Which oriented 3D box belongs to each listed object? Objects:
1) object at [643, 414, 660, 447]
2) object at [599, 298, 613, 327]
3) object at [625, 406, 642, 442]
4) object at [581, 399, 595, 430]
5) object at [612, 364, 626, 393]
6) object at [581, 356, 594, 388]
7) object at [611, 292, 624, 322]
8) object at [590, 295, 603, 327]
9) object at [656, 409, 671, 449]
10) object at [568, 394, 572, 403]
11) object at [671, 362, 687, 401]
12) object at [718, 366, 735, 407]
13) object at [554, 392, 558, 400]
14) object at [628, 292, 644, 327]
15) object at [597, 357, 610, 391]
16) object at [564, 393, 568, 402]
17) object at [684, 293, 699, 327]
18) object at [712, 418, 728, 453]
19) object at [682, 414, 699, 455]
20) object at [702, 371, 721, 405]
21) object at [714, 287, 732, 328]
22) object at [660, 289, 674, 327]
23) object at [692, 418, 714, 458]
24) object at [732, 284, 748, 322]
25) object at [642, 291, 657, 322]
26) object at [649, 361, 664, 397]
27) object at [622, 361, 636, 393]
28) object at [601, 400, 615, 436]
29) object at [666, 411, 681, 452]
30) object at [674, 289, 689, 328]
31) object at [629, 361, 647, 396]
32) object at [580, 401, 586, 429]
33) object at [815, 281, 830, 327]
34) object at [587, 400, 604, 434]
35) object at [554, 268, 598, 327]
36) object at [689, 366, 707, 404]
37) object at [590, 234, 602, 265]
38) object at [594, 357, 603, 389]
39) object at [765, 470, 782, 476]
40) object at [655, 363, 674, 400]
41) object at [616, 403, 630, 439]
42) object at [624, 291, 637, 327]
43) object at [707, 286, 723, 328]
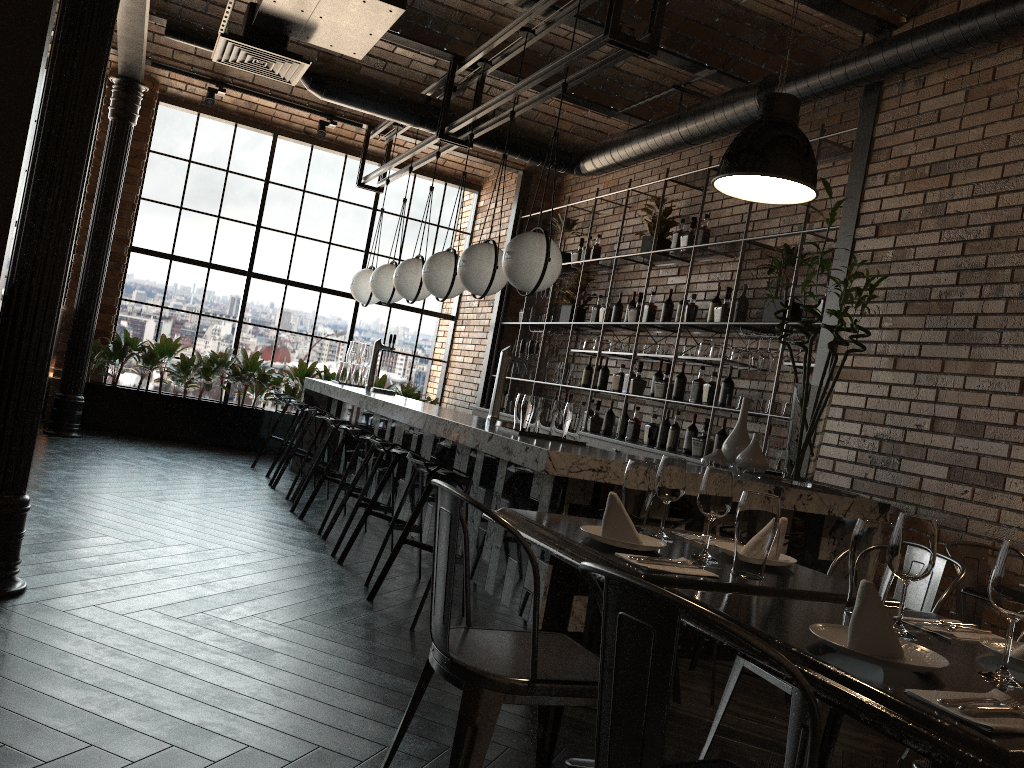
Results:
[{"bbox_3d":[1.079,0.353,6.833,0.094,0.248,0.151,11,-1,-15],"label":"object"},{"bbox_3d":[0.830,-0.632,7.801,0.094,0.248,0.151,11,-1,-20],"label":"object"},{"bbox_3d":[0.979,0.319,7.072,0.083,0.282,0.083,11,-1,-39],"label":"object"},{"bbox_3d":[0.681,0.272,7.754,0.083,0.282,0.083,11,-1,-24],"label":"object"},{"bbox_3d":[0.905,-0.043,7.386,0.094,0.248,0.151,11,-1,-35],"label":"object"},{"bbox_3d":[0.681,-0.103,7.926,0.086,0.299,0.086,10,-1,25],"label":"object"},{"bbox_3d":[0.916,-0.643,7.650,0.086,0.298,0.086,10,-1,25],"label":"object"},{"bbox_3d":[0.770,-0.660,7.948,0.083,0.282,0.083,11,-1,-39],"label":"object"},{"bbox_3d":[1.158,0.340,6.698,0.086,0.298,0.086,10,-1,25],"label":"object"},{"bbox_3d":[0.511,0.237,8.165,0.086,0.298,0.086,10,-1,25],"label":"object"},{"bbox_3d":[1.256,-0.014,6.605,0.086,0.299,0.086,10,-1,25],"label":"object"},{"bbox_3d":[1.484,0.024,6.106,0.086,0.298,0.086,10,-1,25],"label":"object"},{"bbox_3d":[0.399,0.220,8.417,0.086,0.299,0.086,10,-1,25],"label":"object"},{"bbox_3d":[1.040,-0.615,7.296,0.123,0.279,0.123,11,-1,-35],"label":"object"},{"bbox_3d":[0.798,-0.086,7.652,0.086,0.297,0.086,10,-1,25],"label":"object"},{"bbox_3d":[0.485,0.233,8.283,0.086,0.298,0.086,10,-1,25],"label":"object"},{"bbox_3d":[1.341,-0.551,6.632,0.094,0.248,0.151,10,-1,5],"label":"object"},{"bbox_3d":[1.429,0.381,6.053,0.086,0.299,0.086,10,-1,25],"label":"object"},{"bbox_3d":[1.293,0.360,6.376,0.086,0.298,0.086,10,-1,25],"label":"object"},{"bbox_3d":[1.405,0.036,6.241,0.094,0.248,0.151,11,-1,-15],"label":"object"},{"bbox_3d":[1.504,-0.542,6.232,0.123,0.279,0.123,11,-1,-15],"label":"object"},{"bbox_3d":[1.220,-0.598,6.930,0.086,0.299,0.086,10,-1,25],"label":"object"},{"bbox_3d":[1.344,0.378,6.201,0.123,0.279,0.123,11,-1,-35],"label":"object"},{"bbox_3d":[1.582,-0.540,6.102,0.086,0.297,0.086,10,-1,25],"label":"object"},{"bbox_3d":[1.117,-0.605,7.154,0.083,0.282,0.083,11,-1,-24],"label":"object"},{"bbox_3d":[1.135,-0.033,6.891,0.086,0.298,0.086,10,-1,25],"label":"object"},{"bbox_3d":[0.971,-0.050,7.246,0.083,0.282,0.083,11,-1,-24],"label":"object"},{"bbox_3d":[0.812,0.284,7.395,0.086,0.297,0.086,10,-1,10],"label":"object"},{"bbox_3d":[1.204,0.347,6.559,0.080,0.299,0.080,11,-1,-21],"label":"object"},{"bbox_3d":[1.311,-0.582,6.791,0.086,0.298,0.086,10,-1,25],"label":"object"},{"bbox_3d":[1.013,-0.042,7.114,0.123,0.279,0.123,11,-1,-10],"label":"object"},{"bbox_3d":[0.615,0.280,7.895,0.094,0.248,0.151,11,-1,-35],"label":"object"},{"bbox_3d":[1.900,-0.482,5.361,0.083,0.282,0.083,11,-1,-9],"label":"object"},{"bbox_3d":[0.723,0.280,7.622,0.123,0.279,0.123,11,-1,-10],"label":"object"},{"bbox_3d":[0.614,-0.807,8.288,0.425,0.526,0.430,11,-1,-12],"label":"object"},{"bbox_3d":[1.348,0.009,6.382,0.083,0.282,0.083,11,-1,-39],"label":"object"},{"bbox_3d":[0.778,-1.238,8.173,0.083,0.282,0.083,11,-1,-9],"label":"object"},{"bbox_3d":[0.763,-0.091,7.802,0.086,0.298,0.086,10,-1,25],"label":"object"},{"bbox_3d":[1.504,0.534,5.678,0.273,0.019,0.437,11,-1,-24],"label":"object"},{"bbox_3d":[1.171,-0.017,6.753,0.123,0.279,0.123,11,-1,-35],"label":"object"},{"bbox_3d":[0.914,0.300,7.242,0.086,0.298,0.086,10,-1,25],"label":"object"},{"bbox_3d":[1.005,-0.631,7.433,0.086,0.298,0.086,10,-1,25],"label":"object"},{"bbox_3d":[1.465,-0.557,6.375,0.086,0.299,0.086,10,-1,25],"label":"object"}]
